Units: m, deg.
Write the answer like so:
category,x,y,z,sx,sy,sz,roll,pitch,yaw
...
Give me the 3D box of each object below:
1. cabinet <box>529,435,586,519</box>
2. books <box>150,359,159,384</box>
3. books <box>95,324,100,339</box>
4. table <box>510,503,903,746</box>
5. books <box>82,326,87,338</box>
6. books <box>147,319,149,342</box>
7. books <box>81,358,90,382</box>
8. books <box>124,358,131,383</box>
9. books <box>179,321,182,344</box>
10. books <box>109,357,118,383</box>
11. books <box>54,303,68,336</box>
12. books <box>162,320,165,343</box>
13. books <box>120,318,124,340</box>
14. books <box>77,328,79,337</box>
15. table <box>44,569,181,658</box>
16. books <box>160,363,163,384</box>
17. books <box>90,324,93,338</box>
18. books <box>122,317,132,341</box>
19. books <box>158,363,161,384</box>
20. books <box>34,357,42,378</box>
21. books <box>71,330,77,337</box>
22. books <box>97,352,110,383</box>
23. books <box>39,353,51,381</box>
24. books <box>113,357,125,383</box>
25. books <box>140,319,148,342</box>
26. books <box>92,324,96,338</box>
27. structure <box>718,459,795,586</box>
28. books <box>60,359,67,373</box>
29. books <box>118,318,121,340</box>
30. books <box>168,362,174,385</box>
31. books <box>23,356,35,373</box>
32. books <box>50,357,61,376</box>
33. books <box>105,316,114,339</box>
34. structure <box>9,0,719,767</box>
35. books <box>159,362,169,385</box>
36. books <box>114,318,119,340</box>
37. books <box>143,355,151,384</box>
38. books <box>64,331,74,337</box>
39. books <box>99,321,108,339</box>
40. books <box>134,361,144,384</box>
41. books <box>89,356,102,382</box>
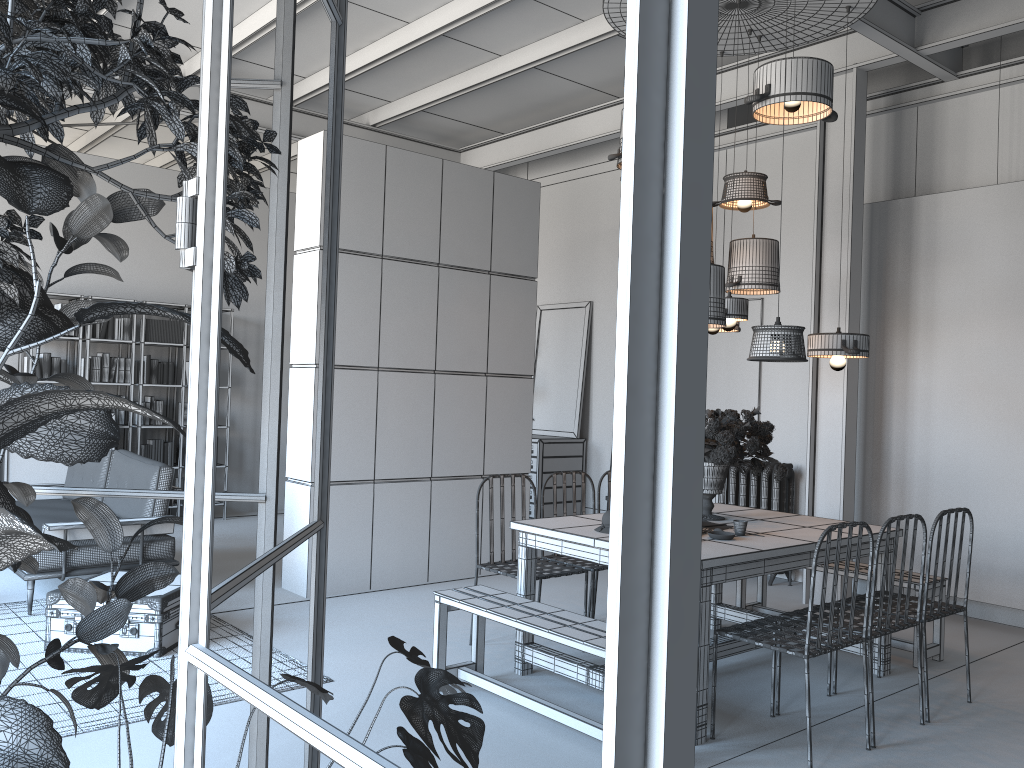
category,x,y,z,sx,sy,sz,roll,pitch,yaw
cabinet,0.239,1.059,9.235,0.668,1.026,0.796,3,-1,-40
books,-3.758,-0.125,9.233,0.091,0.266,0.195,3,-1,-40
books,-4.144,-0.550,8.823,0.039,0.222,0.161,3,-1,-40
table,1.053,1.166,4.749,1.784,0.819,1.239,3,-1,-40
books,-4.221,-0.549,8.758,0.043,0.213,0.154,3,-1,-40
books,-3.746,-0.546,9.056,0.016,0.240,0.182,3,-1,-40
books,-4.216,-0.137,8.744,0.057,0.244,0.178,3,-1,-40
books,-3.930,-0.136,9.000,0.062,0.265,0.193,3,-1,-40
books,-3.495,-0.535,9.270,0.016,0.240,0.182,3,-1,-40
books,-4.040,-0.139,8.918,0.084,0.267,0.193,2,-1,-39
books,-4.382,-0.621,8.605,0.068,0.318,0.319,3,-1,-40
books,-3.627,-0.541,9.158,0.016,0.240,0.182,3,-1,-40
books,-3.973,-0.550,8.970,0.027,0.238,0.180,3,-1,-40
books,-4.272,-0.618,8.693,0.033,0.326,0.303,3,-1,-40
table,-2.128,1.291,5.019,0.706,0.330,0.667,2,-1,5
books,-3.684,-0.102,9.265,0.022,0.227,0.165,3,-1,-40
books,-4.197,-0.558,8.792,0.029,0.231,0.173,3,-1,-40
books,-3.931,-0.553,9.007,0.083,0.242,0.178,3,-1,-40
books,-3.700,-0.103,9.250,0.022,0.227,0.165,3,-1,-40
books,-4.549,-0.144,8.492,0.077,0.244,0.178,2,-1,-39
books,-4.292,-0.620,8.662,0.027,0.326,0.272,3,-1,-40
books,-4.095,-0.163,8.870,0.071,0.303,0.222,3,-1,-40
books,-4.497,-0.161,8.537,0.065,0.278,0.204,3,-1,-40
books,-3.971,-0.137,8.949,0.062,0.265,0.193,3,-1,-40
books,-3.758,-0.547,9.046,0.016,0.240,0.182,3,-1,-40
books,-4.167,-0.551,8.804,0.019,0.224,0.168,3,-1,-40
structure,2.020,1.138,7.374,0.328,1.007,0.733,3,-1,-40
books,-4.389,-0.127,8.651,0.052,0.223,0.164,3,-1,-40
books,-3.992,-0.547,8.954,0.023,0.232,0.187,3,-1,-40
books,-3.626,-0.108,9.356,0.057,0.244,0.180,3,-1,-40
books,-4.611,-0.147,8.465,0.057,0.242,0.178,3,-1,-40
books,-4.447,-0.140,8.604,0.083,0.242,0.178,3,-1,-40
books,-4.050,-0.558,8.905,0.057,0.242,0.178,3,-1,-40
structure,-1.305,-0.256,0.884,2.994,3.454,2.452,3,-1,-40
books,-3.664,-0.110,9.309,0.057,0.244,0.180,3,-1,-40
books,-4.014,-0.547,8.935,0.035,0.229,0.196,3,-1,-40
books,-3.787,-0.148,9.162,0.038,0.304,0.224,3,-1,-40
books,-4.335,-0.620,8.646,0.056,0.315,0.317,3,-1,-40
books,-4.087,-0.559,8.848,0.077,0.244,0.178,3,-1,-41
books,-3.859,-0.118,9.158,0.057,0.244,0.180,3,-1,-40
books,-4.151,-0.145,8.795,0.091,0.265,0.193,3,-1,-40
